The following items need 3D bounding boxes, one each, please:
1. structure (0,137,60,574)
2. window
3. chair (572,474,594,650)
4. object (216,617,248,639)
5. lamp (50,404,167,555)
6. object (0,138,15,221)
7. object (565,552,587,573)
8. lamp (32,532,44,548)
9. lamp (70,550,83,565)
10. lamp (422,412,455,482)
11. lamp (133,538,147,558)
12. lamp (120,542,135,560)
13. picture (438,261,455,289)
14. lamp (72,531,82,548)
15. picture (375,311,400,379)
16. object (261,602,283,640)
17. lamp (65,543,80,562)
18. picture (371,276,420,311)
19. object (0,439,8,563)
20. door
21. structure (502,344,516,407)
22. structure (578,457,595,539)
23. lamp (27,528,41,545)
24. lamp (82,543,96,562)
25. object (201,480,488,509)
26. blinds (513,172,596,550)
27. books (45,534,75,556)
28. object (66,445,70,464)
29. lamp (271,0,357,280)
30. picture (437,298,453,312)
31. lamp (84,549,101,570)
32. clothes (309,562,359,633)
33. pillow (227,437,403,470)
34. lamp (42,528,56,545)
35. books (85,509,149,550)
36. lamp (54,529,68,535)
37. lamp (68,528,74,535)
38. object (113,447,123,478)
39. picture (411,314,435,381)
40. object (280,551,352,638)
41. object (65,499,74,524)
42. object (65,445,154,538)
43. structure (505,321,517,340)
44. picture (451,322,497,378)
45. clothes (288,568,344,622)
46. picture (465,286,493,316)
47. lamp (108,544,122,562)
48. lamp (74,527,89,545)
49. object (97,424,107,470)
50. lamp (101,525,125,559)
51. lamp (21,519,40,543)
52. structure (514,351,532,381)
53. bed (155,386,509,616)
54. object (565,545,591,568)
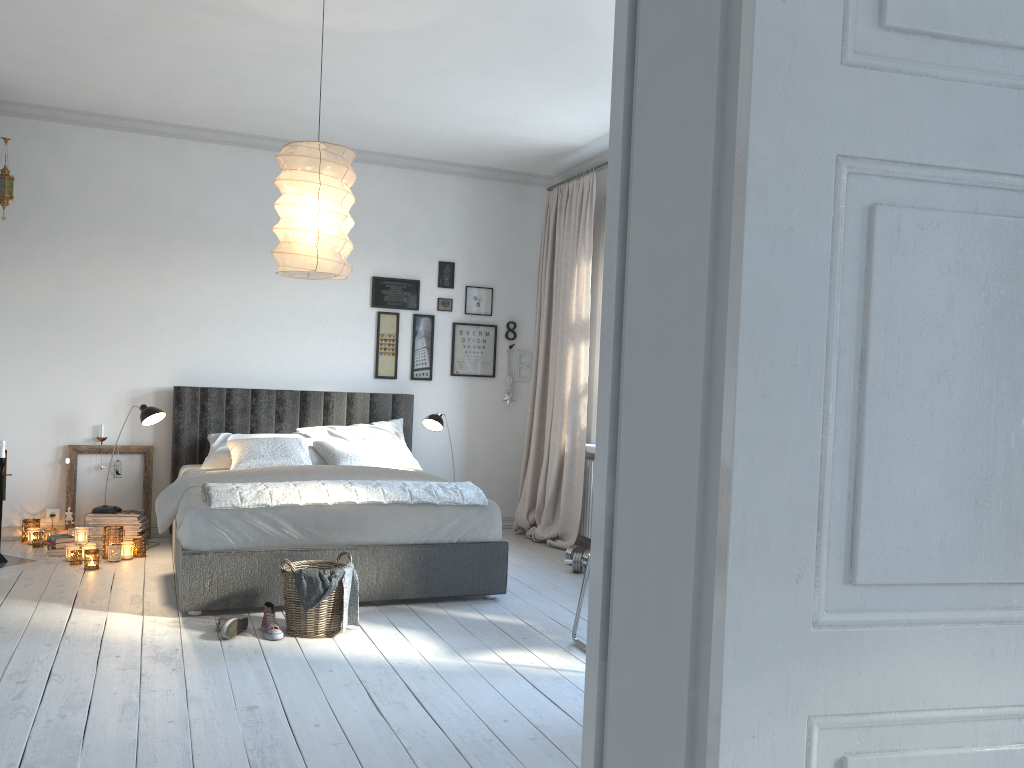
[{"bbox_3d":[-3.299,-0.314,5.132,1.247,2.837,0.800,3,1,23],"label":"structure"},{"bbox_3d":[1.296,-0.545,9.458,11.968,7.012,7.975,2,1,-22],"label":"window"},{"bbox_3d":[0.644,0.798,3.910,0.562,0.798,0.524,2,1,-22],"label":"chair"},{"bbox_3d":[-1.277,1.074,3.953,0.120,0.084,0.222,3,0,7],"label":"object"},{"bbox_3d":[-2.615,0.583,5.671,0.825,0.936,0.450,2,1,-4],"label":"lamp"},{"bbox_3d":[-3.122,-1.255,5.458,0.105,0.506,0.117,4,2,41],"label":"object"},{"bbox_3d":[0.492,1.122,5.542,0.328,0.129,0.129,3,1,13],"label":"object"},{"bbox_3d":[-3.009,0.989,5.623,0.063,0.091,0.073,3,1,10],"label":"lamp"},{"bbox_3d":[-2.547,1.016,5.183,0.067,0.078,0.070,3,1,20],"label":"lamp"},{"bbox_3d":[-0.405,0.674,6.570,0.801,0.937,0.450,2,1,-40],"label":"lamp"},{"bbox_3d":[-2.301,1.011,5.477,0.080,0.107,0.080,3,1,40],"label":"lamp"},{"bbox_3d":[-2.339,1.014,5.389,0.080,0.098,0.080,3,1,12],"label":"lamp"},{"bbox_3d":[-0.507,-0.843,6.853,0.128,0.202,0.011,2,1,-22],"label":"picture"},{"bbox_3d":[-2.773,0.994,5.668,0.080,0.098,0.081,3,1,39],"label":"lamp"},{"bbox_3d":[-0.941,-0.291,6.696,0.165,0.504,0.020,2,1,-22],"label":"picture"},{"bbox_3d":[-1.075,1.065,3.985,0.083,0.122,0.222,2,1,-22],"label":"object"},{"bbox_3d":[-2.613,1.003,5.267,0.080,0.098,0.080,3,1,12],"label":"lamp"},{"bbox_3d":[-0.878,-0.683,6.706,0.366,0.232,0.020,2,1,-22],"label":"picture"},{"bbox_3d":[-2.968,0.677,5.146,0.091,0.718,0.091,2,1,-13],"label":"object"},{"bbox_3d":[-0.378,-0.087,1.033,2.599,2.506,0.577,2,1,-22],"label":"door"},{"bbox_3d":[-0.023,-0.078,7.047,0.134,0.514,0.078,2,2,-34],"label":"structure"},{"bbox_3d":[0.799,0.817,5.796,0.195,0.547,1.505,2,1,-22],"label":"structure"},{"bbox_3d":[-3.080,0.981,5.713,0.080,0.098,0.081,3,1,39],"label":"lamp"},{"bbox_3d":[-2.528,1.006,5.296,0.080,0.098,0.080,3,1,12],"label":"lamp"},{"bbox_3d":[-0.848,0.567,4.633,1.460,0.104,0.404,2,0,-22],"label":"object"},{"bbox_3d":[0.301,-0.155,6.475,0.225,2.648,0.830,2,1,-22],"label":"blinds"},{"bbox_3d":[-2.788,0.996,5.488,0.175,0.096,0.262,2,0,-27],"label":"books"},{"bbox_3d":[-2.950,0.464,5.885,0.024,0.127,0.023,1,2,-38],"label":"object"},{"bbox_3d":[-0.817,-1.071,3.727,0.338,1.231,0.340,3,1,9],"label":"lamp"},{"bbox_3d":[-0.517,-0.613,6.858,0.119,0.098,0.010,2,1,-22],"label":"picture"},{"bbox_3d":[-2.413,1.008,5.092,0.081,0.106,0.081,3,1,44],"label":"lamp"},{"bbox_3d":[-0.865,0.968,4.049,0.283,0.289,0.235,3,1,17],"label":"clothes"},{"bbox_3d":[-1.284,0.470,5.826,1.147,0.225,0.415,2,0,-29],"label":"pillow"},{"bbox_3d":[-2.991,0.985,5.727,0.080,0.098,0.081,3,1,39],"label":"lamp"},{"bbox_3d":[-2.543,0.937,5.721,0.346,0.232,0.245,2,1,-14],"label":"books"},{"bbox_3d":[-2.905,0.989,5.707,0.080,0.098,0.081,3,1,39],"label":"lamp"},{"bbox_3d":[-2.849,0.991,5.777,0.080,0.098,0.080,3,1,24],"label":"lamp"},{"bbox_3d":[-2.663,0.522,6.003,0.062,0.228,0.063,2,1,2],"label":"object"},{"bbox_3d":[-0.684,-0.281,6.800,0.165,0.504,0.020,2,1,-22],"label":"picture"},{"bbox_3d":[-0.900,0.957,4.057,0.319,0.351,0.319,3,1,10],"label":"object"},{"bbox_3d":[-2.926,0.817,5.876,0.062,0.220,0.028,2,1,-27],"label":"object"},{"bbox_3d":[-2.713,0.729,5.981,0.528,0.630,0.082,2,1,-22],"label":"object"},{"bbox_3d":[-0.007,-0.423,7.064,0.096,0.151,0.014,2,1,-22],"label":"structure"},{"bbox_3d":[-0.297,-0.264,6.957,0.365,0.415,0.021,2,1,-22],"label":"picture"},{"bbox_3d":[-0.879,0.954,4.003,0.246,0.270,0.297,2,1,-21],"label":"clothes"},{"bbox_3d":[-0.259,-0.651,6.960,0.225,0.220,0.010,2,1,-22],"label":"picture"},{"bbox_3d":[-2.380,1.013,5.312,0.080,0.098,0.080,3,1,12],"label":"lamp"},{"bbox_3d":[-2.565,0.906,5.282,0.080,0.098,0.080,3,1,21],"label":"lamp"},{"bbox_3d":[-2.764,0.425,5.975,0.067,0.320,0.067,3,1,27],"label":"object"},{"bbox_3d":[-2.433,0.965,5.411,0.117,0.188,0.121,3,1,21],"label":"lamp"},{"bbox_3d":[-3.141,0.957,5.791,0.107,0.141,0.108,3,1,40],"label":"lamp"},{"bbox_3d":[0.092,-0.142,7.118,0.146,0.239,0.024,2,1,-22],"label":"structure"},{"bbox_3d":[-1.157,0.588,5.419,1.889,1.047,2.175,2,0,-22],"label":"bed"},{"bbox_3d":[0.462,1.120,5.729,0.129,0.129,0.328,2,1,-37],"label":"object"}]
